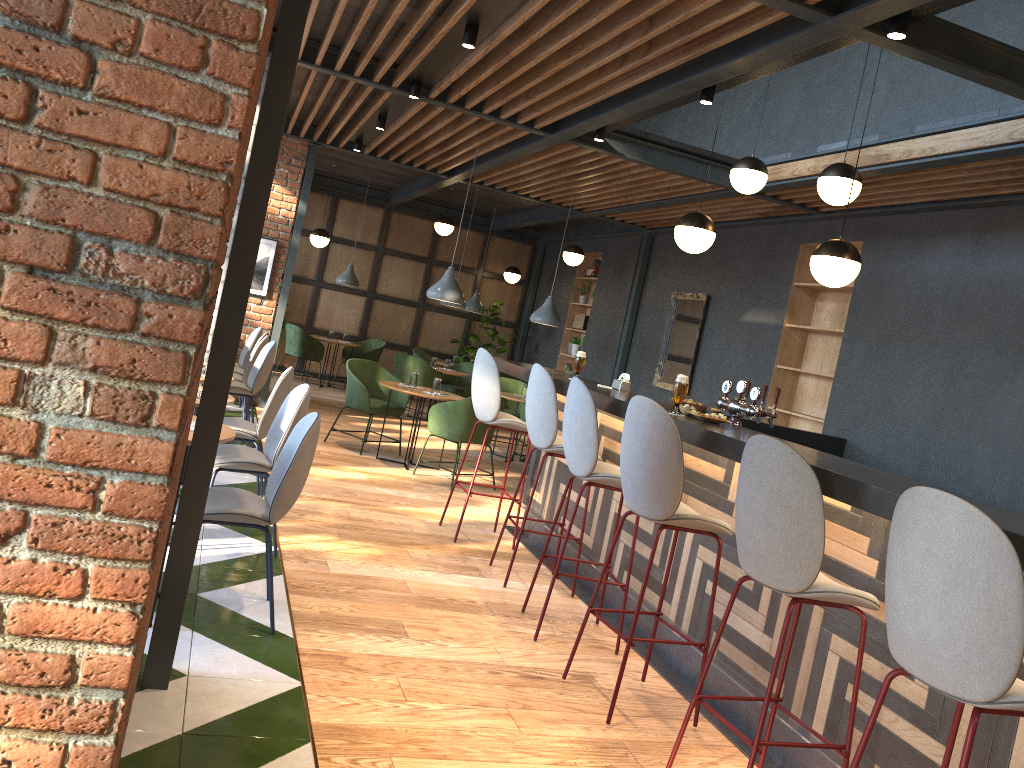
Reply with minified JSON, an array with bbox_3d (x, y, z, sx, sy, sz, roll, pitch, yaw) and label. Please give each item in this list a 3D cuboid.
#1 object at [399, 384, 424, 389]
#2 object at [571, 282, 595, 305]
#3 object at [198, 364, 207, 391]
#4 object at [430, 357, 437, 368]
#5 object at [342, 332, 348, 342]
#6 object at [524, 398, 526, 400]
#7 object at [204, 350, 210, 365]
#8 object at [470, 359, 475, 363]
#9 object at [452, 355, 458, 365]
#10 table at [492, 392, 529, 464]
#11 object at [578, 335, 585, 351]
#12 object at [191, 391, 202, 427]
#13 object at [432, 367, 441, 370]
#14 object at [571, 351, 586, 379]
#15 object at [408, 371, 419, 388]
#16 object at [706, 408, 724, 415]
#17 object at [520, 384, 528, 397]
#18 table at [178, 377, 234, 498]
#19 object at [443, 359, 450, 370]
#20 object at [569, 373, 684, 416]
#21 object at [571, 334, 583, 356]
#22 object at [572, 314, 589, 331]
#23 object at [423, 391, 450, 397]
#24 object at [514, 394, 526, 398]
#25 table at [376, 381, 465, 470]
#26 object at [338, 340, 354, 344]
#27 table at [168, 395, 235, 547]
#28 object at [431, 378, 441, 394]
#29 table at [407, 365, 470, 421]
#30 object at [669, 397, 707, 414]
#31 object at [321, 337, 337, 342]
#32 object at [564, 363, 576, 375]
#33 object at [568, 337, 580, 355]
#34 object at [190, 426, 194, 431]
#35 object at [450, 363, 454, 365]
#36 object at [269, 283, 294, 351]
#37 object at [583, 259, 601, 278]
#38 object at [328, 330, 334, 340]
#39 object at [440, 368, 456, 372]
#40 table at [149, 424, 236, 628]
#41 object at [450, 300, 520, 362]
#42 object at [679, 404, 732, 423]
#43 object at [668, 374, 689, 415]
[{"bbox_3d":[-0.915,0.019,8.155,0.158,0.019,0.242,15,5,41],"label":"object"},{"bbox_3d":[1.078,-1.319,12.838,0.173,0.329,0.540,11,3,-39],"label":"object"},{"bbox_3d":[-1.603,-0.031,4.599,0.080,0.138,0.080,13,2,21],"label":"object"},{"bbox_3d":[-1.014,-0.279,11.482,0.080,0.138,0.080,13,2,19],"label":"object"},{"bbox_3d":[-2.470,-0.692,13.128,0.080,0.138,0.080,11,2,-40],"label":"object"},{"bbox_3d":[0.233,0.177,9.514,0.242,0.019,0.158,11,4,-19],"label":"object"},{"bbox_3d":[-1.858,-0.136,5.407,0.080,0.138,0.080,13,2,40],"label":"object"},{"bbox_3d":[-0.599,-0.299,13.190,0.080,0.138,0.080,12,2,-11],"label":"object"},{"bbox_3d":[-0.856,-0.361,13.306,0.080,0.138,0.080,11,2,-41],"label":"object"},{"bbox_3d":[0.117,0.503,9.668,0.811,0.686,0.804,13,3,31],"label":"table"},{"bbox_3d":[1.020,-0.540,12.569,0.143,0.349,0.144,12,1,-1],"label":"object"},{"bbox_3d":[-1.292,0.097,3.605,0.080,0.138,0.080,12,2,18],"label":"object"},{"bbox_3d":[-1.050,-0.219,11.471,0.244,0.019,0.157,15,4,36],"label":"object"},{"bbox_3d":[0.410,-0.113,5.400,0.070,0.178,0.070,12,1,-15],"label":"object"},{"bbox_3d":[-0.898,-0.043,8.122,0.080,0.138,0.080,11,2,-36],"label":"object"},{"bbox_3d":[0.948,0.142,4.176,0.078,0.060,0.108,12,3,-10],"label":"object"},{"bbox_3d":[0.146,0.072,9.806,0.080,0.138,0.080,13,2,34],"label":"object"},{"bbox_3d":[-2.116,0.271,5.361,0.698,0.746,0.701,12,2,-8],"label":"table"},{"bbox_3d":[-0.857,-0.261,11.722,0.080,0.138,0.080,13,2,19],"label":"object"},{"bbox_3d":[0.686,0.027,4.744,0.321,0.106,1.516,11,4,-15],"label":"object"},{"bbox_3d":[0.944,-0.560,12.796,0.213,0.329,0.233,12,2,-13],"label":"object"},{"bbox_3d":[1.047,-0.887,12.832,0.198,0.241,0.342,11,3,-23],"label":"object"},{"bbox_3d":[-0.681,0.083,7.921,0.158,0.019,0.242,15,5,41],"label":"object"},{"bbox_3d":[0.145,0.138,9.836,0.242,0.019,0.158,11,4,-19],"label":"object"},{"bbox_3d":[-0.876,0.395,8.047,0.809,0.686,0.807,12,2,12],"label":"table"},{"bbox_3d":[-2.454,-0.622,13.134,0.244,0.019,0.157,15,4,37],"label":"object"},{"bbox_3d":[-1.847,0.382,4.514,0.702,0.746,0.697,13,2,24],"label":"table"},{"bbox_3d":[-0.677,0.015,7.944,0.080,0.138,0.080,11,2,-36],"label":"object"},{"bbox_3d":[-1.018,0.140,11.607,0.810,0.686,0.805,13,3,23],"label":"table"},{"bbox_3d":[0.854,0.106,4.318,0.168,0.072,0.168,12,3,2],"label":"object"},{"bbox_3d":[-2.669,-0.651,12.881,0.244,0.019,0.157,15,4,37],"label":"object"},{"bbox_3d":[0.860,-0.154,12.834,0.150,0.257,0.524,11,3,-19],"label":"object"},{"bbox_3d":[0.910,-0.564,13.011,0.172,0.295,0.191,10,2,-44],"label":"object"},{"bbox_3d":[-1.279,0.169,3.591,0.157,0.019,0.243,11,4,-15],"label":"object"},{"bbox_3d":[-0.885,-0.301,13.328,0.158,0.019,0.242,14,4,26],"label":"object"},{"bbox_3d":[-3.669,-1.034,12.921,0.918,1.721,0.974,13,2,37],"label":"object"},{"bbox_3d":[1.207,-1.652,12.770,0.203,0.284,0.519,11,3,-19],"label":"object"},{"bbox_3d":[-2.632,-0.711,12.891,0.080,0.138,0.080,11,2,-40],"label":"object"},{"bbox_3d":[-0.840,-0.191,11.729,0.244,0.019,0.157,15,4,36],"label":"object"},{"bbox_3d":[-1.542,0.507,3.551,0.702,0.746,0.697,13,2,28],"label":"table"},{"bbox_3d":[-0.458,-0.460,14.017,1.055,1.793,0.723,12,1,-8],"label":"object"},{"bbox_3d":[0.879,0.139,4.056,0.164,0.052,0.292,11,3,-10],"label":"object"},{"bbox_3d":[0.761,0.046,4.028,0.070,0.182,0.070,12,1,2],"label":"object"}]
